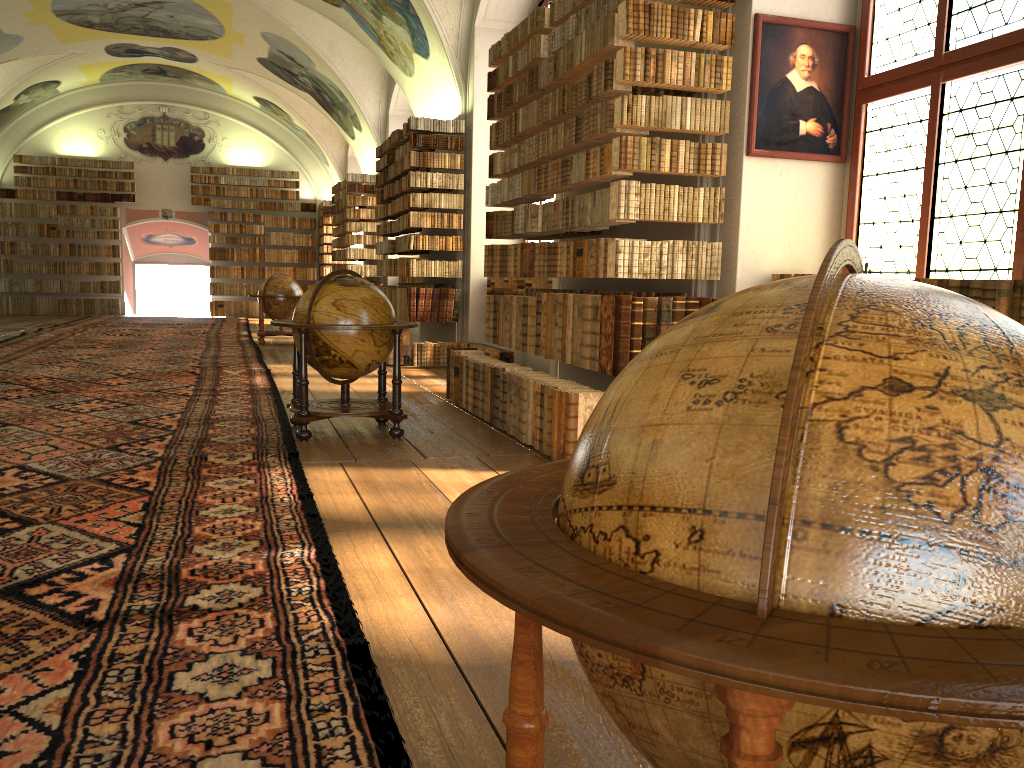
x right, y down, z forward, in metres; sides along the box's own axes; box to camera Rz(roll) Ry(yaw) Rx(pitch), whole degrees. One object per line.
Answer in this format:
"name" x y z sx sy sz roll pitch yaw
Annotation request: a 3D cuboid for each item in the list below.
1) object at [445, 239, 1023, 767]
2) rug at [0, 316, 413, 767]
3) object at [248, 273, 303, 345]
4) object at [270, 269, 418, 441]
"object" 0.524 0.489 1.506 1.278 1.452 1.276 4 8 20
"rug" -5.188 0.019 10.350 4.703 0.064 36.816 -1 7 -18
"object" -4.735 -1.550 18.172 1.278 1.452 1.277 5 8 25
"object" -1.474 -0.286 7.841 1.277 1.452 1.277 6 9 35
